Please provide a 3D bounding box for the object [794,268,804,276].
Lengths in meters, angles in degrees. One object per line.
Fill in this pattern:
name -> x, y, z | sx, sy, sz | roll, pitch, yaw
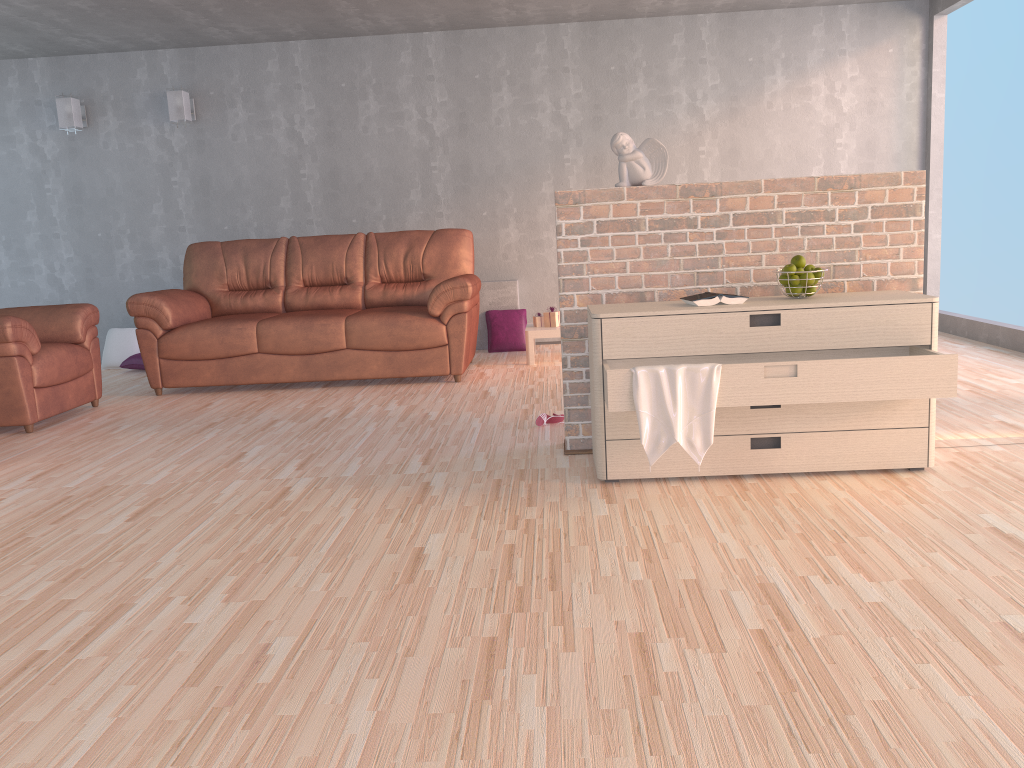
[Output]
object -> 1.042, -0.404, 3.221 | 0.039, 0.038, 0.039 | 3, 11, 31

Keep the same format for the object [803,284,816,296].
object -> 1.086, -0.343, 3.236 | 0.046, 0.048, 0.048 | -4, 10, -8

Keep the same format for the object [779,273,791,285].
object -> 0.998, -0.382, 3.237 | 0.046, 0.044, 0.046 | -3, 10, -1

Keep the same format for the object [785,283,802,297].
object -> 1.030, -0.347, 3.242 | 0.059, 0.055, 0.060 | -12, 13, -41

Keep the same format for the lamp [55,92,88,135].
lamp -> -3.478, -2.128, 6.990 | 0.165, 0.319, 0.168 | -3, 10, 3

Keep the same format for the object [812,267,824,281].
object -> 1.103, -0.398, 3.204 | 0.047, 0.047, 0.046 | 5, 13, 40

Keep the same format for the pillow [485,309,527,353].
pillow -> -0.036, -0.416, 6.948 | 0.327, 0.326, 0.241 | -4, 10, -3

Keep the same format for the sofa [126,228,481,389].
sofa -> -1.307, -0.539, 5.961 | 2.202, 0.923, 0.981 | -3, 10, 3

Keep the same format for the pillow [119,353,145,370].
pillow -> -2.832, -0.190, 6.984 | 0.392, 0.130, 0.365 | 1, 10, 23

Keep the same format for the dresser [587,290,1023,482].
dresser -> 1.136, 0.008, 3.163 | 1.686, 0.612, 0.605 | -3, 10, 3

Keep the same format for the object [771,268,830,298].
object -> 1.057, -0.366, 3.250 | 0.202, 0.104, 0.202 | -4, 10, -3

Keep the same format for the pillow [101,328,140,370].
pillow -> -3.126, -0.283, 7.136 | 0.327, 0.326, 0.241 | -2, 10, 7

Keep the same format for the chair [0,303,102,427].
chair -> -2.963, -0.258, 4.959 | 0.936, 0.879, 0.970 | -3, 10, 2

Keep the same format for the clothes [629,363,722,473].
clothes -> 0.547, 0.117, 2.915 | 0.325, 0.369, 0.097 | -2, 10, 4

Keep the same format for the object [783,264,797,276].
object -> 1.004, -0.412, 3.207 | 0.046, 0.045, 0.046 | -3, 10, 2

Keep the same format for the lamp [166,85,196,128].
lamp -> -2.596, -2.168, 6.947 | 0.165, 0.319, 0.177 | -3, 10, 3

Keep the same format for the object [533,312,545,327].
object -> 0.225, -0.464, 6.337 | 0.152, 0.105, 0.080 | -8, 11, -28

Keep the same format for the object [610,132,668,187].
object -> 0.500, -0.888, 3.504 | 0.216, 0.218, 0.131 | -3, 10, 2

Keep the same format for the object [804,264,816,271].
object -> 1.088, -0.416, 3.241 | 0.043, 0.043, 0.039 | -5, 10, -11

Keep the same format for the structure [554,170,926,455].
structure -> 0.900, -0.279, 3.595 | 1.422, 1.057, 0.211 | -3, 10, 3

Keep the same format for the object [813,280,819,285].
object -> 1.103, -0.387, 3.267 | 0.053, 0.054, 0.053 | 5, 12, 38

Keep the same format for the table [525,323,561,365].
table -> 0.380, -0.303, 6.357 | 0.548, 0.241, 0.548 | -3, 10, 3

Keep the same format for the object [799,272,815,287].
object -> 1.062, -0.377, 3.197 | 0.057, 0.057, 0.057 | 4, 12, 36

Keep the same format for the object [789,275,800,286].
object -> 1.021, -0.374, 3.201 | 0.038, 0.040, 0.039 | -1, 10, 11

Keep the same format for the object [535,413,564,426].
object -> 0.183, 0.164, 4.193 | 0.078, 0.066, 0.192 | 5, 12, 39

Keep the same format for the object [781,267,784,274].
object -> 1.019, -0.411, 3.271 | 0.049, 0.053, 0.054 | 3, 12, 33

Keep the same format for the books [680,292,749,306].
books -> 0.731, -0.310, 3.212 | 0.209, 0.040, 0.146 | -4, 10, -7

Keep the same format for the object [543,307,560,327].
object -> 0.289, -0.477, 6.259 | 0.099, 0.147, 0.102 | 3, 11, 31

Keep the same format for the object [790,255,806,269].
object -> 1.047, -0.444, 3.244 | 0.054, 0.056, 0.054 | -3, 10, 3
